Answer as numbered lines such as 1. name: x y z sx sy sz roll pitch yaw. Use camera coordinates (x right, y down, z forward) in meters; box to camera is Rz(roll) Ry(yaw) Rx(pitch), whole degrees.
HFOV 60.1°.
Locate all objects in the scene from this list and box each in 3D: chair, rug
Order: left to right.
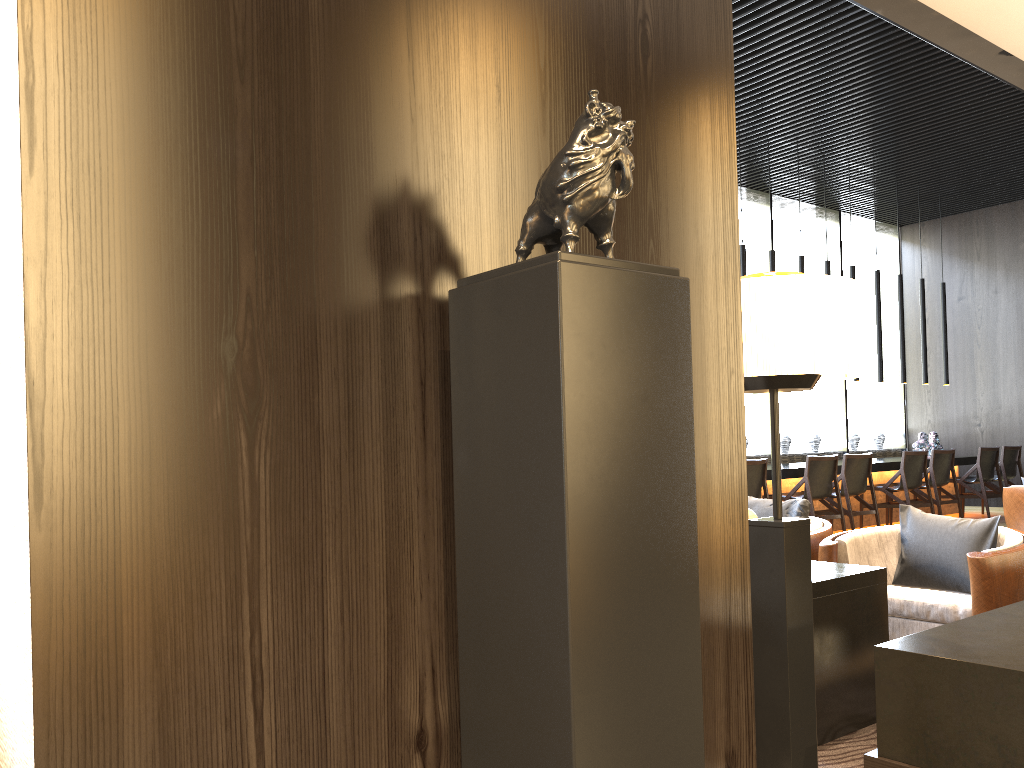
1. rug: 0.742 1.190 3.346 2.241 0.008 1.962 1 -5 -38
2. chair: 1.804 1.030 7.282 0.525 0.826 0.564 0 -2 -38
3. chair: 1.170 0.943 4.227 0.606 0.603 0.805 0 -3 -38
4. chair: 2.621 1.051 7.924 0.525 0.826 0.564 0 -2 -38
5. chair: 3.073 1.063 8.279 0.525 0.826 0.564 0 -2 -38
6. chair: 3.890 1.085 8.920 0.525 0.826 0.564 0 -2 -38
7. chair: 4.343 1.097 9.275 0.525 0.826 0.564 0 -2 -38
8. chair: 1.698 0.880 3.554 0.606 0.603 0.805 0 -3 -38
9. chair: 5.160 1.118 9.917 0.525 0.826 0.564 0 -2 -38
10. chair: 5.612 1.130 10.272 0.525 0.826 0.564 0 -2 -38
11. chair: 3.888 1.006 6.252 0.606 0.603 0.805 0 -3 -38

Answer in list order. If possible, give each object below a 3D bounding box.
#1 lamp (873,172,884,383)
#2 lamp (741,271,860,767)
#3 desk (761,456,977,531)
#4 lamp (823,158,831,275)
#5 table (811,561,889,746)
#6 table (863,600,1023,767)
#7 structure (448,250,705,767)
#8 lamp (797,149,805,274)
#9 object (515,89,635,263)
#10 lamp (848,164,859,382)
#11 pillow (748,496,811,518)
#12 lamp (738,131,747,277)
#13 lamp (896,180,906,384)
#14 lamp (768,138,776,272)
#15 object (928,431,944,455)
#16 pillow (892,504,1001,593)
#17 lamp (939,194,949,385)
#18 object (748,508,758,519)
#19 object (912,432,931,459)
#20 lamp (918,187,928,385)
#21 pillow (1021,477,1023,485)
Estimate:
1. lamp: 4.110 -1.225 9.964 0.060 2.418 0.060 -1 -1 -43
2. lamp: 0.608 0.430 2.018 0.375 1.347 0.375 -2 -1 13
3. desk: -5.651 0.898 1.900 28.721 0.759 1.784 2 -5 -38
4. lamp: 3.334 -1.245 9.354 0.060 2.418 0.060 -1 -1 -43
5. table: 0.764 0.929 3.307 0.575 0.517 1.044 0 -4 -38
6. table: 1.733 0.827 2.302 1.959 0.512 0.621 1 -4 -38
7. structure: 0.094 0.454 1.229 0.240 1.217 0.240 -1 -1 -38
8. lamp: 2.964 -1.255 9.064 0.060 2.418 0.060 -1 -1 -43
9. object: 0.082 -0.272 1.220 0.115 0.246 0.176 -1 -2 -38
10. lamp: 3.711 -1.235 9.650 0.060 2.418 0.060 -1 -1 -43
11. pillow: 1.257 0.729 4.302 0.222 0.362 0.400 0 -3 -38
12. lamp: 2.208 -1.275 8.470 0.060 2.418 0.060 -1 -1 -43
13. lamp: 4.503 -1.215 10.272 0.060 2.418 0.060 -1 -1 -43
14. lamp: 2.572 -1.265 8.756 0.060 2.418 0.060 -1 -1 -43
15. object: 4.852 0.701 10.196 0.163 0.313 0.209 -1 -2 -13
16. pillow: 1.789 0.669 3.628 0.205 0.338 0.442 -1 -3 -31
17. lamp: 5.309 -1.193 10.905 0.060 2.418 0.060 -1 -1 -43
18. object: 0.816 0.546 3.241 0.171 0.235 0.171 -2 -2 -3
19. object: 4.652 0.698 10.045 0.207 0.310 0.162 -3 -2 32
20. lamp: 4.902 -1.204 10.586 0.060 2.418 0.060 -1 -1 -43
21. pillow: 3.785 0.792 6.184 0.205 0.338 0.442 -1 -3 -31
